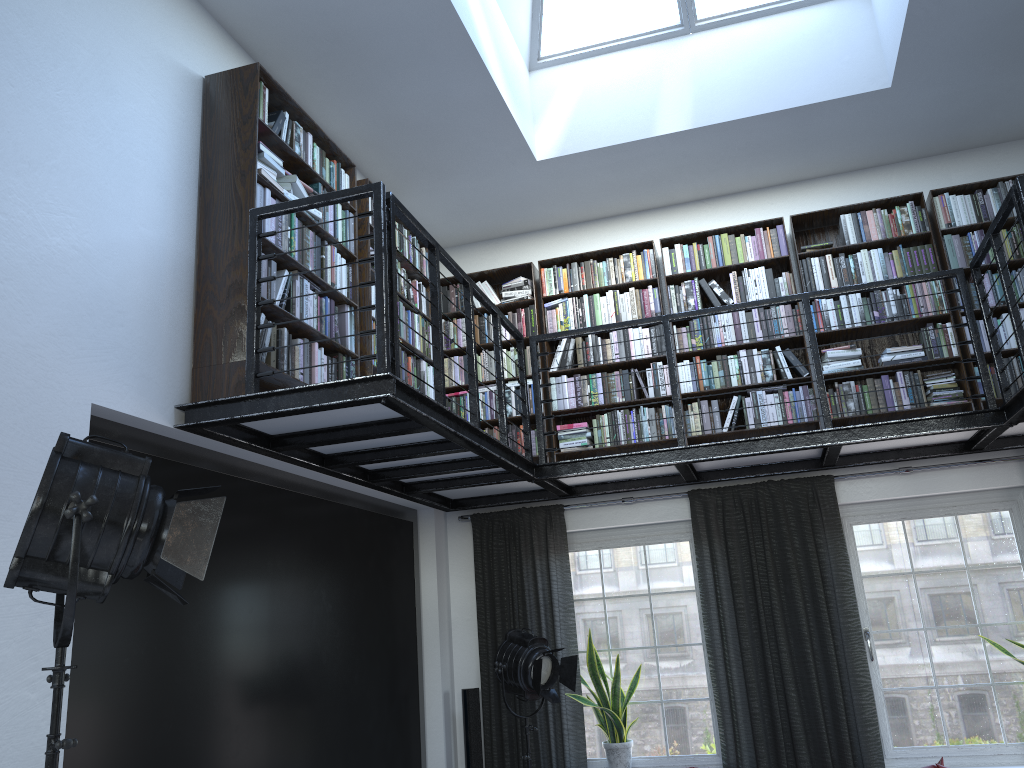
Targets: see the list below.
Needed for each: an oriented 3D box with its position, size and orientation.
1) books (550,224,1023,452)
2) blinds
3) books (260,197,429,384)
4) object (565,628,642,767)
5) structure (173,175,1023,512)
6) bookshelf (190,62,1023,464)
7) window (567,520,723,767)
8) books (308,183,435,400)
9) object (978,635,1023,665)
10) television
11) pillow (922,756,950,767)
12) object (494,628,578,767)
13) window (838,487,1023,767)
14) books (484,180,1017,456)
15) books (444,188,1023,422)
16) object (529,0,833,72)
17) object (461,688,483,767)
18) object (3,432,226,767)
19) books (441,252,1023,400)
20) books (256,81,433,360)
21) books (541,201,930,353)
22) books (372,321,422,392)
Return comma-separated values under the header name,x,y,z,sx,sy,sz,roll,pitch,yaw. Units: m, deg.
name,x,y,z,sx,sy,sz,roll,pitch,yaw
books,1.919,-0.266,5.967,3.387,1.135,0.238,-8,-18,14
blinds,0.969,1.894,5.687,2.504,2.412,0.124,-9,-18,14
books,1.064,-0.787,4.455,4.371,1.424,2.184,-8,-17,14
object,0.515,2.069,5.726,0.551,0.950,0.521,-12,-19,25
structure,1.075,0.795,3.599,4.482,3.391,4.571,-9,-17,14
bookshelf,1.177,-0.621,4.810,4.469,1.634,3.059,-8,-17,14
window,0.813,1.780,5.997,1.165,1.623,0.131,-9,-18,14
books,1.148,-0.585,4.695,4.330,1.152,1.583,-8,-17,14
object,3.062,1.691,5.049,0.553,0.950,0.520,-5,-17,4
television,-1.033,1.649,4.343,0.116,2.454,3.320,-9,-17,15
pillow,2.859,2.060,4.324,0.981,0.406,1.939,6,-19,-31
object,1.221,2.192,5.260,2.905,1.596,0.745,-4,-17,-1
window,2.734,1.500,5.504,1.165,1.623,0.131,-9,-18,14
books,1.395,-0.481,5.650,4.428,1.445,1.273,-9,-17,16
books,1.548,-0.362,6.093,4.429,1.428,0.225,-8,-18,14
object,1.003,-2.751,5.432,2.218,0.640,1.174,-8,-17,14
object,-0.251,2.621,5.730,0.157,1.234,0.156,-14,-20,29
object,-0.973,0.894,2.059,0.543,1.596,0.605,6,-20,-29
books,1.546,-0.352,6.086,4.435,1.412,0.240,-8,-18,15
books,-0.949,-0.511,4.949,0.314,1.438,2.185,-9,-17,15
books,1.526,-0.634,6.190,2.633,0.837,0.211,-8,-18,14
books,1.230,-0.660,4.946,4.377,1.420,1.158,-8,-17,14
